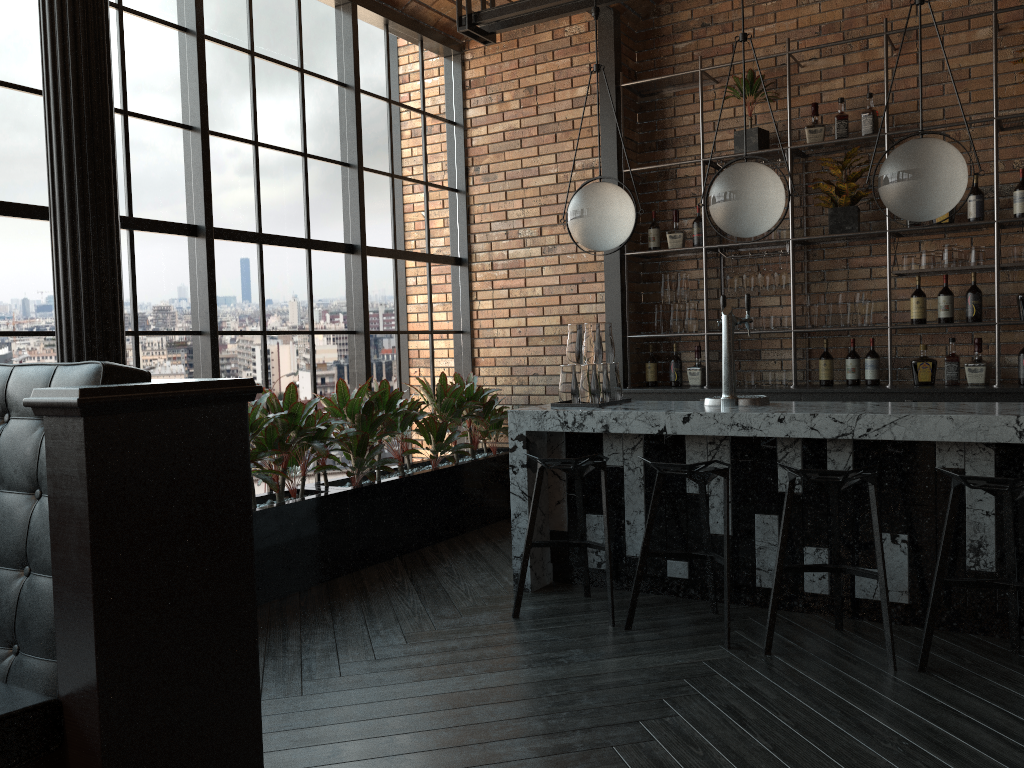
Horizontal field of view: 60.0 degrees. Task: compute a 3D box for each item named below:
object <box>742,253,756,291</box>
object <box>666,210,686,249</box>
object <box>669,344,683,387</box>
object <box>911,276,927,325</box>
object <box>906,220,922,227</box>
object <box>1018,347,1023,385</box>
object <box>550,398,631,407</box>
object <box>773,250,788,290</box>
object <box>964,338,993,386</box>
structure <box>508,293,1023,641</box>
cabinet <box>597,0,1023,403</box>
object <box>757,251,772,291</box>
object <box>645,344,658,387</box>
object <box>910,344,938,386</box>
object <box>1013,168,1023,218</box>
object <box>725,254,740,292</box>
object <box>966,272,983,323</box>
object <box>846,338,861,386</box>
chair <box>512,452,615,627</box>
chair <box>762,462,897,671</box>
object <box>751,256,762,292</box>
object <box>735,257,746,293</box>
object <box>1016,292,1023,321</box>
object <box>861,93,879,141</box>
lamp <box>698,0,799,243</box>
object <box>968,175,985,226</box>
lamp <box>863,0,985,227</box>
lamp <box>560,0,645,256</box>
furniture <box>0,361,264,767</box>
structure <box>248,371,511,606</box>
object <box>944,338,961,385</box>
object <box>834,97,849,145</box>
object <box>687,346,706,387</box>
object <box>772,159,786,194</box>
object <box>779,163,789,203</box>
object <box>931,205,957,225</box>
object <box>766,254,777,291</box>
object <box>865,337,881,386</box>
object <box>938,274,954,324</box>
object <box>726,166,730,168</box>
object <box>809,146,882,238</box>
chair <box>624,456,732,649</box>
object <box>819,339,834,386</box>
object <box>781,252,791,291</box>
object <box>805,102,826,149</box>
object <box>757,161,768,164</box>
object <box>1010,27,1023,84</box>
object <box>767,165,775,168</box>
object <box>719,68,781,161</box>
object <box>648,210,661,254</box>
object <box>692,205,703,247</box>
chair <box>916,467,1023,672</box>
[{"bbox_3d":[1.541,-0.727,5.770,0.092,0.244,0.092,0,3,37],"label":"object"},{"bbox_3d":[1.129,-1.054,6.091,0.123,0.279,0.123,-1,3,20],"label":"object"},{"bbox_3d":[1.133,-0.131,6.131,0.086,0.297,0.086,-3,3,-25],"label":"object"},{"bbox_3d":[2.451,-0.503,5.346,0.086,0.299,0.086,-2,2,-10],"label":"object"},{"bbox_3d":[2.413,-1.065,5.328,0.083,0.282,0.083,-1,2,16],"label":"object"},{"bbox_3d":[2.927,-0.142,5.043,0.086,0.297,0.086,-3,3,-25],"label":"object"},{"bbox_3d":[0.416,0.095,4.611,0.273,0.019,0.437,0,3,31],"label":"object"},{"bbox_3d":[1.714,-0.728,5.665,0.092,0.244,0.092,0,3,37],"label":"object"},{"bbox_3d":[2.725,-0.131,5.180,0.123,0.279,0.123,1,3,45],"label":"object"},{"bbox_3d":[2.770,0.249,3.812,5.346,1.430,1.930,0,3,31],"label":"structure"},{"bbox_3d":[2.158,-0.914,5.446,7.075,3.779,0.564,0,3,31],"label":"cabinet"},{"bbox_3d":[1.625,-0.728,5.719,0.092,0.244,0.092,0,3,37],"label":"object"},{"bbox_3d":[0.986,-0.130,6.256,0.086,0.299,0.086,-2,2,-10],"label":"object"},{"bbox_3d":[2.482,-0.115,5.343,0.151,0.248,0.094,-1,3,20],"label":"object"},{"bbox_3d":[2.901,-1.077,5.041,0.086,0.298,0.086,-2,2,-10],"label":"object"},{"bbox_3d":[1.447,-0.727,5.827,0.092,0.244,0.092,0,3,37],"label":"object"},{"bbox_3d":[2.704,-0.505,5.189,0.086,0.297,0.086,-2,2,-10],"label":"object"},{"bbox_3d":[2.147,-0.141,5.582,0.086,0.298,0.086,-2,2,-10],"label":"object"},{"bbox_3d":[0.279,0.664,4.049,0.475,0.737,0.414,-1,3,21],"label":"chair"},{"bbox_3d":[1.249,0.657,3.461,0.475,0.737,0.414,-1,3,26],"label":"chair"},{"bbox_3d":[1.626,-0.736,5.911,0.092,0.244,0.092,0,3,37],"label":"object"},{"bbox_3d":[1.532,-0.735,5.968,0.092,0.244,0.092,0,3,37],"label":"object"},{"bbox_3d":[2.950,-0.481,5.037,0.151,0.248,0.094,-1,3,20],"label":"object"},{"bbox_3d":[2.191,-1.636,5.428,0.083,0.282,0.083,-4,3,-44],"label":"object"},{"bbox_3d":[1.051,-1.524,4.026,0.340,1.754,0.340,-2,2,-13],"label":"lamp"},{"bbox_3d":[2.704,-1.075,5.167,0.086,0.298,0.086,-2,2,-10],"label":"object"},{"bbox_3d":[1.678,-1.528,3.646,0.340,1.754,0.340,-2,2,-13],"label":"lamp"},{"bbox_3d":[0.425,-1.520,4.406,0.340,1.754,0.340,-2,2,-13],"label":"lamp"},{"bbox_3d":[-2.846,0.679,0.368,1.979,1.212,5.451,0,3,31],"label":"furniture"},{"bbox_3d":[-1.058,0.503,4.919,0.757,1.072,4.107,0,3,30],"label":"structure"},{"bbox_3d":[2.614,-0.134,5.263,0.083,0.282,0.083,0,3,31],"label":"object"},{"bbox_3d":[2.048,-1.636,5.514,0.083,0.282,0.083,-1,2,16],"label":"object"},{"bbox_3d":[1.274,-0.122,6.059,0.123,0.279,0.123,1,3,45],"label":"object"},{"bbox_3d":[1.696,-1.300,5.641,0.092,0.244,0.092,0,3,37],"label":"object"},{"bbox_3d":[1.781,-1.309,5.782,0.092,0.244,0.092,0,3,37],"label":"object"},{"bbox_3d":[2.550,-1.048,5.245,0.151,0.248,0.094,0,3,35],"label":"object"},{"bbox_3d":[1.711,-0.736,5.860,0.092,0.244,0.092,0,3,37],"label":"object"},{"bbox_3d":[2.236,-0.140,5.500,0.086,0.298,0.086,-2,2,-10],"label":"object"},{"bbox_3d":[2.589,-0.506,5.292,0.086,0.298,0.086,-2,2,-10],"label":"object"},{"bbox_3d":[1.429,-1.299,5.803,0.092,0.244,0.092,0,3,37],"label":"object"},{"bbox_3d":[2.068,-1.182,5.498,0.430,0.526,0.425,0,3,43],"label":"object"},{"bbox_3d":[0.767,0.660,3.753,0.475,0.737,0.414,0,3,36],"label":"chair"},{"bbox_3d":[2.000,-0.137,5.642,0.086,0.299,0.086,-2,2,-10],"label":"object"},{"bbox_3d":[1.799,-0.737,5.806,0.092,0.244,0.092,0,3,37],"label":"object"},{"bbox_3d":[1.914,-1.632,5.597,0.123,0.279,0.123,-1,3,20],"label":"object"},{"bbox_3d":[1.607,-1.300,5.695,0.092,0.244,0.092,0,3,37],"label":"object"},{"bbox_3d":[3.019,-1.765,4.961,0.425,0.526,0.430,0,3,33],"label":"object"},{"bbox_3d":[1.693,-1.308,5.836,0.092,0.244,0.092,0,3,37],"label":"object"},{"bbox_3d":[1.571,-1.769,5.825,0.377,0.554,0.422,-1,3,19],"label":"object"},{"bbox_3d":[0.999,-1.066,6.221,0.086,0.298,0.086,-2,2,-10],"label":"object"},{"bbox_3d":[1.270,-1.067,6.025,0.086,0.299,0.086,-2,2,-10],"label":"object"},{"bbox_3d":[1.746,0.654,3.160,0.475,0.737,0.414,0,3,41],"label":"chair"}]
